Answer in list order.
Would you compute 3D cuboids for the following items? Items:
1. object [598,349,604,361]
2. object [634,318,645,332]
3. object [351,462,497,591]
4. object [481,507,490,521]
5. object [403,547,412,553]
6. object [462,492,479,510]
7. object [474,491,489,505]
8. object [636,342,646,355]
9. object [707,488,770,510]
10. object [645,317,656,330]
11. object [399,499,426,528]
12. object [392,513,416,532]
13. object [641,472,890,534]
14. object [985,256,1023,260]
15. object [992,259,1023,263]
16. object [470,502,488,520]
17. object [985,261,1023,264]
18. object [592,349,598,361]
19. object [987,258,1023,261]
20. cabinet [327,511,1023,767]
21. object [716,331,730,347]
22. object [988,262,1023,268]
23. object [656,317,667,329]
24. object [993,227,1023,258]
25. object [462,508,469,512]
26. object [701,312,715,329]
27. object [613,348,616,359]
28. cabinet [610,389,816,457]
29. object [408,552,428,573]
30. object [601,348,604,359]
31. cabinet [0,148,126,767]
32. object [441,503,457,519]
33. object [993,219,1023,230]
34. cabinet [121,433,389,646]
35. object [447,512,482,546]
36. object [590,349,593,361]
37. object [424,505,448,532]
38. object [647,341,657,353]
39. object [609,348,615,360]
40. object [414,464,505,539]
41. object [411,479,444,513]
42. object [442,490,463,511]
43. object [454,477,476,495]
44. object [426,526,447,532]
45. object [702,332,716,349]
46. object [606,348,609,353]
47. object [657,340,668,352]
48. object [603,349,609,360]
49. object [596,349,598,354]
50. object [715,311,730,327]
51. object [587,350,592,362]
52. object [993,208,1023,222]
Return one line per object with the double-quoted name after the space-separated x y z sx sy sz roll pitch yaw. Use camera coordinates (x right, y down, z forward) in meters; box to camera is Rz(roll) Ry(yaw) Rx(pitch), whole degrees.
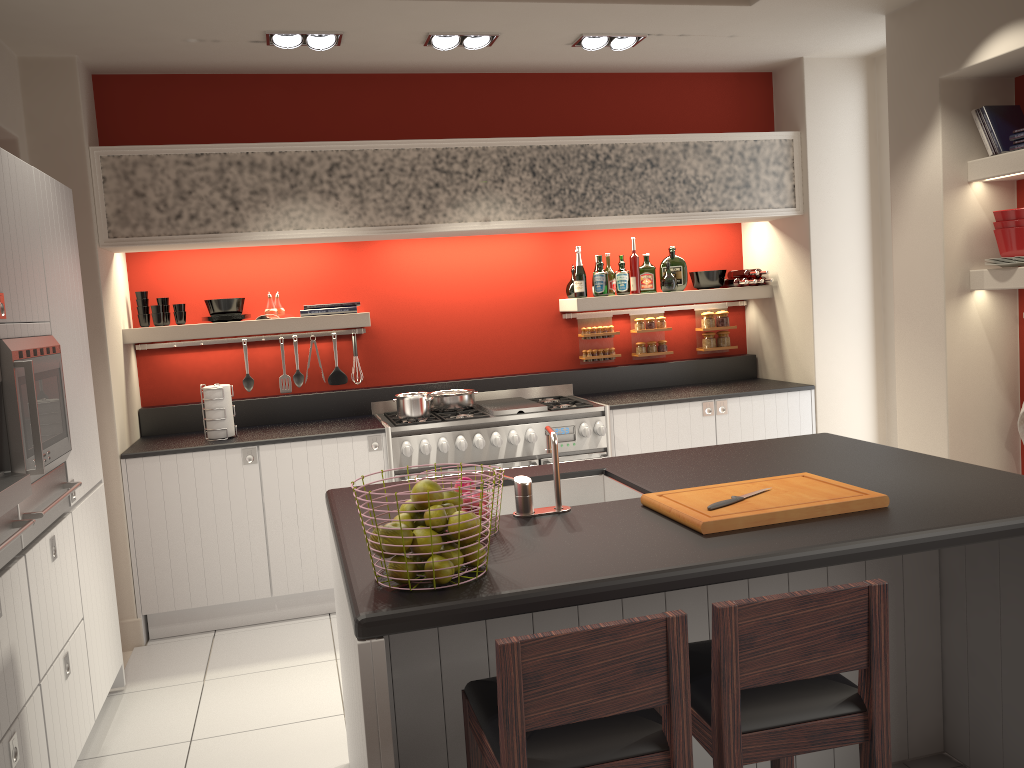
0.590 -0.194 5.902 0.034 0.078 0.034 -3 5 7 "object"
0.861 -0.400 5.981 0.068 0.088 0.068 -3 5 7 "object"
-0.198 0.330 2.080 0.341 0.232 0.341 -2 6 19 "object"
-0.083 0.357 2.451 0.046 0.043 0.046 -1 6 26 "object"
-0.253 0.376 2.131 0.064 0.060 0.064 -6 5 -19 "object"
-0.113 0.312 2.365 0.048 0.046 0.048 -1 6 32 "object"
-0.088 0.317 2.429 0.051 0.055 0.056 -4 5 0 "object"
0.872 -0.240 5.995 0.068 0.088 0.068 -3 5 7 "object"
0.634 0.317 2.478 0.302 0.010 0.035 -9 7 -43 "object"
0.937 -0.406 6.000 0.068 0.088 0.068 -3 5 7 "object"
-0.236 0.315 2.142 0.071 0.076 0.078 1 7 45 "object"
-0.253 0.332 2.070 0.057 0.061 0.062 -4 5 1 "object"
0.705 0.330 2.520 0.570 0.033 0.373 -5 6 -16 "object"
2.442 -0.597 4.222 0.339 0.020 0.339 -5 5 -11 "object"
2.443 -0.584 4.223 0.339 0.020 0.339 -5 5 -11 "object"
-0.089 0.344 2.385 0.048 0.046 0.048 0 6 35 "object"
2.443 -0.578 4.224 0.339 0.020 0.339 -5 5 -11 "object"
0.552 -0.191 5.893 0.034 0.078 0.034 -3 5 7 "object"
2.442 -0.590 4.222 0.339 0.020 0.339 -5 5 -11 "object"
0.522 0.893 2.805 2.035 1.010 1.424 -5 5 -14 "cabinet"
1.462 -0.310 6.137 0.093 0.120 0.094 -3 5 7 "object"
2.444 -0.571 4.224 0.339 0.020 0.339 -5 5 -11 "object"
1.012 -0.413 6.019 0.068 0.088 0.068 -3 5 7 "object"
2.437 -0.669 4.215 0.260 0.146 0.260 -5 5 -10 "object"
-0.130 0.352 2.366 0.040 0.041 0.041 -2 6 23 "object"
1.349 -0.436 6.100 0.093 0.120 0.094 -3 5 7 "object"
0.678 -0.206 5.964 0.034 0.078 0.034 -3 5 7 "object"
1.175 0.560 5.732 1.361 0.993 0.687 -5 5 -14 "cabinet"
-0.219 0.419 2.095 0.055 0.054 0.053 -5 5 -10 "object"
0.603 -0.199 5.945 0.034 0.078 0.034 -3 5 7 "object"
-1.874 0.392 2.672 0.717 2.249 2.558 -5 5 -14 "cabinet"
-0.159 0.312 2.125 0.056 0.054 0.057 -9 7 -43 "object"
2.432 -0.713 4.210 0.260 0.159 0.260 -7 6 -32 "object"
-1.403 0.794 5.089 1.361 0.993 0.687 -5 5 -14 "cabinet"
-0.112 0.344 2.108 0.082 0.082 0.082 1 7 43 "object"
0.526 -0.192 5.926 0.034 0.078 0.034 -3 5 7 "object"
-0.176 0.311 2.053 0.057 0.061 0.062 -4 5 1 "object"
0.948 -0.247 6.014 0.068 0.088 0.068 -3 5 7 "object"
0.666 -0.201 5.921 0.034 0.078 0.034 -3 5 7 "object"
-0.139 0.328 2.443 0.248 0.168 0.248 -6 6 -26 "object"
-0.201 0.265 2.102 0.078 0.080 0.078 -5 5 -14 "object"
-0.153 0.289 2.178 0.067 0.064 0.067 -5 5 -13 "object"
-0.129 0.283 2.424 0.056 0.058 0.056 -1 6 31 "object"
-0.187 0.339 2.186 0.067 0.064 0.066 -5 5 -10 "object"
1.359 -0.300 6.112 0.093 0.120 0.094 -3 5 7 "object"
0.641 -0.202 5.955 0.034 0.078 0.034 -3 5 7 "object"
1.023 -0.254 6.033 0.068 0.088 0.068 -3 5 7 "object"
0.628 -0.198 5.912 0.034 0.078 0.034 -3 5 7 "object"
0.564 -0.195 5.935 0.034 0.078 0.034 -3 5 7 "object"
1.453 -0.446 6.125 0.093 0.120 0.094 -3 5 7 "object"
0.515 -0.187 5.883 0.034 0.078 0.034 -3 5 7 "object"
2.426 -0.762 4.201 0.260 0.161 0.260 1 7 43 "object"
